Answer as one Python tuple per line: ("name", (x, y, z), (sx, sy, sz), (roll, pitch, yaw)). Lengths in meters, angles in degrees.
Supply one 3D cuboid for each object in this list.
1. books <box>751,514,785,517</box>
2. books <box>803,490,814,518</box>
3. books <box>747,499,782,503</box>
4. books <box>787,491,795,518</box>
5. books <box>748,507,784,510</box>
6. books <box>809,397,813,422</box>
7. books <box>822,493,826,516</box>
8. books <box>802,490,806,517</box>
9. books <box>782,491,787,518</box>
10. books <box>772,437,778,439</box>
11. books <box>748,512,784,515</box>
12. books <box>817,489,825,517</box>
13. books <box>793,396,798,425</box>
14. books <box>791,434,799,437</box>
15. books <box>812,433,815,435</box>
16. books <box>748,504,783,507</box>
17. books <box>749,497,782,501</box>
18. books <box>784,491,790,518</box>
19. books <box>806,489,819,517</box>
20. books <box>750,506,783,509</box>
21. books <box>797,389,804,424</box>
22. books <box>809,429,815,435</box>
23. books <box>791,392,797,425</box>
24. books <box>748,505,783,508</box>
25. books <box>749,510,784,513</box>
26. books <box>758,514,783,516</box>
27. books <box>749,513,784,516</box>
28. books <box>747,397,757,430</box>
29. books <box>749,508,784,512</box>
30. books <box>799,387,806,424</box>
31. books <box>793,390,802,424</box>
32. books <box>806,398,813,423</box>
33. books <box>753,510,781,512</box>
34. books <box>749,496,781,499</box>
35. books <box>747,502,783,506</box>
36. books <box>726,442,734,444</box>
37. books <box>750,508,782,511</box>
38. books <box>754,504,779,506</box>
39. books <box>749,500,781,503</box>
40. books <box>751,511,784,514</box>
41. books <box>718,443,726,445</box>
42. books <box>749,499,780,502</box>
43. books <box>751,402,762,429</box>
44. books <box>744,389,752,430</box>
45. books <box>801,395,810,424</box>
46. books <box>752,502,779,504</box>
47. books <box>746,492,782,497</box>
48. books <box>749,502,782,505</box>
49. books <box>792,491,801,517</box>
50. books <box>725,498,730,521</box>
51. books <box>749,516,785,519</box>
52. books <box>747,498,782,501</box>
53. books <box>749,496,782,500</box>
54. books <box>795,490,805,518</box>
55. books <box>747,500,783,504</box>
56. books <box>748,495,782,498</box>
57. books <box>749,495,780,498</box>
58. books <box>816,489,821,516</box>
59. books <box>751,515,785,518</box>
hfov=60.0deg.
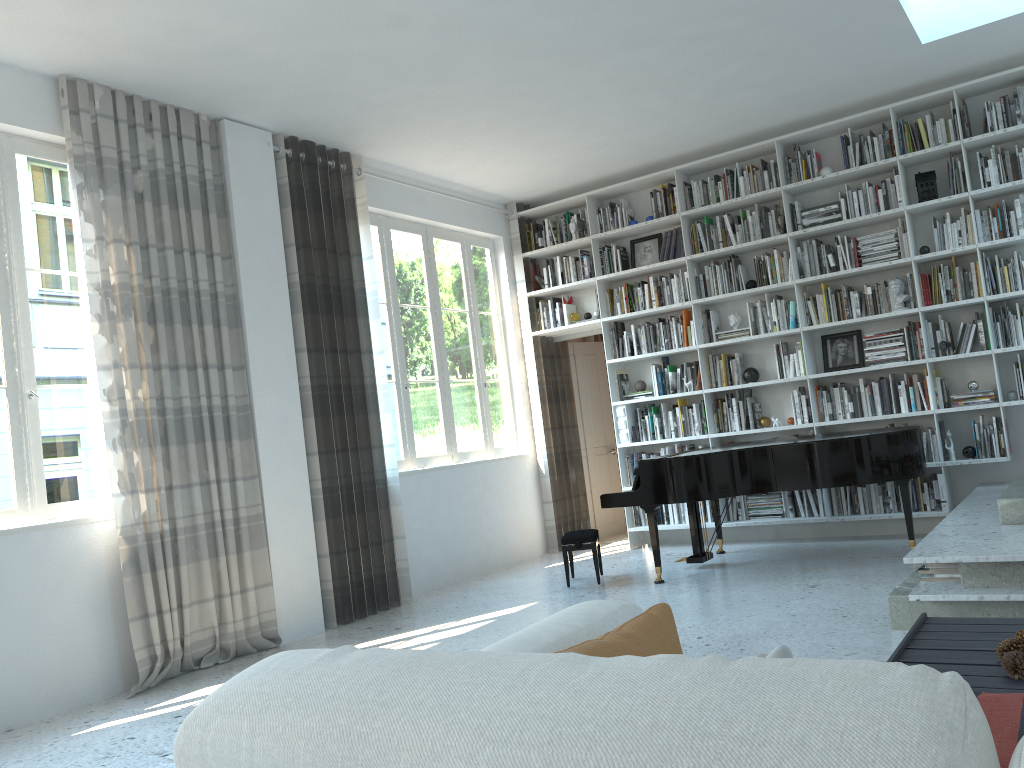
("books", (2.079, 1.056, 7.157), (0.254, 0.007, 0.161), (-9, -4, 33))
("books", (2.324, 0.899, 6.963), (0.012, 0.274, 0.180), (-9, -4, 33))
("books", (2.059, 0.936, 7.156), (0.285, 0.005, 0.159), (-9, -4, 29))
("books", (2.234, 0.951, 7.035), (0.029, 0.202, 0.178), (-9, -4, 33))
("books", (2.067, 0.994, 7.150), (0.285, 0.007, 0.159), (-9, -4, 28))
("books", (2.370, 0.200, 6.935), (0.024, 0.201, 0.158), (-9, -4, 33))
("books", (2.453, 0.927, 6.893), (0.024, 0.179, 0.171), (-9, -4, 33))
("books", (2.321, 0.922, 6.974), (0.011, 0.232, 0.174), (-9, -4, 33))
("books", (2.186, 0.933, 7.062), (0.012, 0.254, 0.161), (-9, -4, 33))
("books", (2.122, 0.575, 7.114), (0.012, 0.285, 0.159), (-9, -4, 33))
("books", (2.072, 1.035, 7.147), (0.285, 0.007, 0.159), (-10, -5, 38))
("books", (2.419, 0.891, 6.894), (0.024, 0.260, 0.189), (-9, -4, 33))
("books", (2.267, 0.205, 7.015), (0.015, 0.225, 0.148), (-9, -4, 33))
("books", (2.261, 0.549, 7.033), (0.025, 0.294, 0.134), (-9, -4, 33))
("books", (2.392, 0.528, 6.931), (0.022, 0.289, 0.160), (-9, -4, 33))
("books", (2.071, 0.974, 7.161), (0.285, 0.007, 0.159), (-9, -4, 33))
("books", (2.058, 0.919, 7.154), (0.254, 0.005, 0.161), (-9, -4, 28))
("books", (2.212, 0.924, 7.063), (0.031, 0.265, 0.144), (-9, -4, 33))
("books", (2.367, 0.893, 6.950), (0.074, 0.275, 0.181), (-9, -4, 33))
("books", (2.071, 0.987, 7.158), (0.254, 0.007, 0.161), (-9, -4, 34))
("books", (2.294, 0.174, 6.991), (0.010, 0.277, 0.155), (-9, -4, 33))
("books", (2.371, 0.516, 6.933), (0.013, 0.320, 0.173), (-9, -4, 33))
("books", (2.250, 0.193, 7.017), (0.012, 0.254, 0.161), (-9, -4, 33))
("books", (2.070, 0.981, 7.159), (0.285, 0.007, 0.159), (-9, -4, 34))
("books", (2.074, 1.021, 7.154), (0.285, 0.007, 0.159), (-9, -5, 35))
("books", (2.077, 1.049, 7.155), (0.254, 0.007, 0.161), (-9, -4, 34))
("books", (2.072, 1.042, 7.150), (0.285, 0.007, 0.159), (-9, -4, 29))
("books", (1.959, 0.236, 7.193), (0.027, 0.261, 0.163), (-9, -4, 33))
("books", (2.070, 1.008, 7.151), (0.285, 0.007, 0.159), (-9, -4, 29))
("books", (2.301, 0.166, 6.982), (0.014, 0.290, 0.131), (-9, -4, 33))
("books", (2.272, 0.181, 6.990), (0.027, 0.269, 0.159), (-9, -4, 33))
("books", (2.355, 0.207, 6.961), (0.031, 0.194, 0.142), (-9, -4, 33))
("books", (2.071, 1.015, 7.151), (0.254, 0.007, 0.161), (-9, -4, 29))
("books", (2.063, 0.908, 7.164), (0.254, 0.005, 0.161), (-9, -4, 33))
("books", (2.064, 0.962, 7.159), (0.285, 0.005, 0.159), (-9, -4, 31))
("books", (1.814, 0.624, 7.317), (0.013, 0.287, 0.161), (-9, -4, 33))
("books", (2.073, 1.001, 7.157), (0.254, 0.007, 0.161), (-9, -4, 34))
("books", (2.067, 0.968, 7.162), (0.254, 0.005, 0.161), (-9, -4, 33))
("books", (2.064, 0.941, 7.164), (0.254, 0.005, 0.161), (-9, -4, 33))
("books", (2.073, 1.028, 7.150), (0.254, 0.007, 0.161), (-9, -4, 29))
("books", (1.758, 0.635, 7.358), (0.012, 0.285, 0.159), (-9, -4, 33))
("books", (2.061, 0.930, 7.155), (0.254, 0.005, 0.161), (-10, -5, 37))
("books", (1.990, 0.257, 7.190), (0.023, 0.212, 0.160), (-9, -4, 33))
("books", (1.924, 0.208, 7.217), (0.050, 0.328, 0.166), (-9, -4, 33))
("books", (2.318, 0.198, 6.962), (0.029, 0.220, 0.153), (-9, -4, 33))
("books", (2.064, 0.952, 7.162), (0.285, 0.005, 0.159), (-9, -4, 34))
("books", (2.055, 0.892, 7.155), (0.285, 0.005, 0.159), (-10, -5, 38))
("books", (2.065, 0.957, 7.161), (0.254, 0.005, 0.161), (-9, -4, 32))
("books", (2.262, 0.930, 7.030), (0.028, 0.237, 0.136), (-9, -4, 33))
("books", (1.800, 0.982, 7.340), (0.012, 0.285, 0.159), (-9, -4, 33))
("books", (2.081, 1.069, 7.157), (0.285, 0.007, 0.159), (-9, -4, 33))
("books", (2.061, 0.925, 7.157), (0.285, 0.005, 0.159), (-9, -4, 30))
("books", (2.063, 0.914, 7.163), (0.254, 0.005, 0.161), (-9, -4, 33))
("books", (2.291, 0.916, 6.997), (0.063, 0.253, 0.177), (-9, -4, 33))
("books", (2.064, 0.946, 7.162), (0.285, 0.005, 0.159), (-9, -4, 32))
("books", (2.063, 0.903, 7.165), (0.285, 0.005, 0.159), (-9, -4, 33))
("books", (2.060, 0.898, 7.162), (0.254, 0.005, 0.161), (-9, -4, 34))
("books", (2.416, 0.894, 6.933), (0.025, 0.259, 0.132), (-9, -4, 33))
("books", (2.075, 1.063, 7.149), (0.254, 0.007, 0.161), (-10, -5, 37))
